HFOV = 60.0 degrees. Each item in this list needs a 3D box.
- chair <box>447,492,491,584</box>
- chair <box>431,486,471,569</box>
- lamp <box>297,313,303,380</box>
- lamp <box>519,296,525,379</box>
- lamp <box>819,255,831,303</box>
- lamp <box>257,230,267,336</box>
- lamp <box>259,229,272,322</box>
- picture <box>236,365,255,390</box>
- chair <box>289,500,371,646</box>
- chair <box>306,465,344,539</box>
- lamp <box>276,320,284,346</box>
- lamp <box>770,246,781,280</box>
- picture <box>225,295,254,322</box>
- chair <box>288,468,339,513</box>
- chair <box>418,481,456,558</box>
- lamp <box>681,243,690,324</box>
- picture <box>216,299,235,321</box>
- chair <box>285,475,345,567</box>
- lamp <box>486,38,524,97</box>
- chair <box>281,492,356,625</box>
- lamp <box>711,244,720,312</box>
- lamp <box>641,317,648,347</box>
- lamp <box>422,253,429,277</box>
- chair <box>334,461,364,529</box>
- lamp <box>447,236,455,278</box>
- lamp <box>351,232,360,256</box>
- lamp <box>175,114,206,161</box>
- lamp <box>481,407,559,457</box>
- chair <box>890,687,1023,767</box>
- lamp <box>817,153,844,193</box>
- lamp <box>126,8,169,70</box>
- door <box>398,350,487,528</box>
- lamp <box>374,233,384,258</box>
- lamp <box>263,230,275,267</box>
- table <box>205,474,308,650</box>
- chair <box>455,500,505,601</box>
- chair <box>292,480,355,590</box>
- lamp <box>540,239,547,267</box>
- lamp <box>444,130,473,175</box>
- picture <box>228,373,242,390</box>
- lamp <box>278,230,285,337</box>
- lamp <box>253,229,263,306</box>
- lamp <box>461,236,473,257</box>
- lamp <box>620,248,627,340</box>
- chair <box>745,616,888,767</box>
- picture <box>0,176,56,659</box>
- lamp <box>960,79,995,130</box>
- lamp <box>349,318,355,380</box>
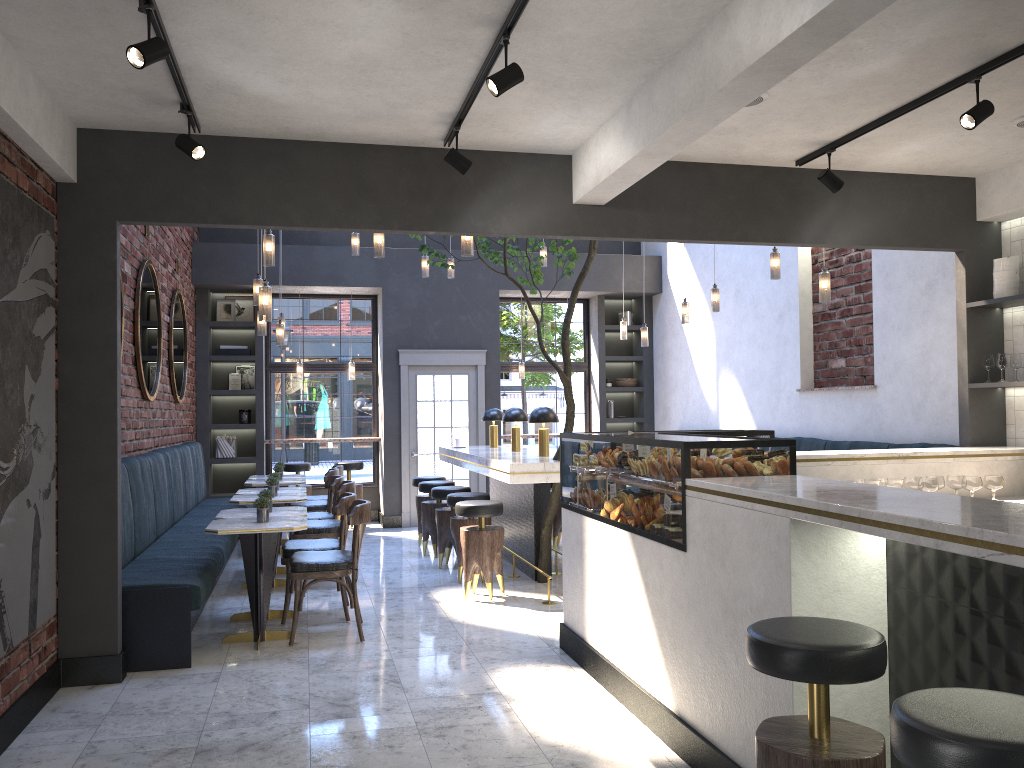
[{"bbox_3d":[-0.365,1.302,7.537,0.372,0.737,0.370,-1,-1,14],"label":"chair"},{"bbox_3d":[-0.558,1.325,8.210,0.372,0.737,0.370,-2,-2,30],"label":"chair"},{"bbox_3d":[-2.723,-0.766,11.365,0.078,1.429,0.078,-1,-1,17],"label":"lamp"},{"bbox_3d":[0.124,-0.784,12.034,0.078,1.429,0.078,-2,-2,39],"label":"lamp"},{"bbox_3d":[2.295,-2.658,6.621,0.078,4.104,0.078,0,-1,-28],"label":"lamp"},{"bbox_3d":[-2.284,-2.490,8.047,0.078,4.104,0.078,-1,-1,-6],"label":"lamp"},{"bbox_3d":[-1.586,-2.448,5.651,0.078,4.104,0.078,0,-1,-28],"label":"lamp"},{"bbox_3d":[-3.418,-0.077,11.381,0.247,0.326,0.044,0,-1,-13],"label":"picture"},{"bbox_3d":[-1.177,1.199,5.761,0.521,0.851,0.538,0,-1,-12],"label":"chair"},{"bbox_3d":[-2.122,1.335,9.790,0.521,0.851,0.497,0,-1,-14],"label":"chair"},{"bbox_3d":[-2.427,-2.452,9.226,0.078,4.104,0.078,0,-1,-28],"label":"lamp"},{"bbox_3d":[2.132,-2.910,7.308,0.078,4.104,0.078,0,-1,-28],"label":"lamp"},{"bbox_3d":[-3.493,-0.951,11.375,0.361,0.369,0.055,0,-1,-13],"label":"picture"},{"bbox_3d":[-2.056,1.316,9.211,0.521,0.851,0.538,0,-1,-12],"label":"chair"},{"bbox_3d":[-0.746,1.348,8.878,0.370,0.737,0.372,0,-1,-23],"label":"chair"},{"bbox_3d":[1.730,-2.660,9.024,0.078,4.104,0.078,-2,-2,39],"label":"lamp"},{"bbox_3d":[-3.646,-0.926,11.303,0.230,0.313,0.061,0,-1,-13],"label":"picture"},{"bbox_3d":[-1.790,1.279,8.093,0.521,0.851,0.538,0,-1,-20],"label":"chair"},{"bbox_3d":[-0.029,-1.287,3.616,0.157,0.238,0.087,0,-1,-19],"label":"lamp"},{"bbox_3d":[-1.368,1.219,6.310,0.521,0.851,0.538,0,-1,-12],"label":"chair"},{"bbox_3d":[1.883,-2.729,8.370,0.078,4.104,0.078,-2,-2,39],"label":"lamp"},{"bbox_3d":[1.478,-2.477,10.102,0.078,4.104,0.078,0,-1,-28],"label":"lamp"},{"bbox_3d":[-0.953,-3.198,9.534,0.078,4.104,0.078,0,-1,-28],"label":"lamp"},{"bbox_3d":[-2.057,1.394,11.197,0.370,0.821,0.372,-2,-2,39],"label":"chair"},{"bbox_3d":[-0.727,-3.271,10.234,0.078,4.104,0.078,0,-1,-28],"label":"lamp"},{"bbox_3d":[-1.606,-3.354,8.995,0.078,4.104,0.078,0,-1,-28],"label":"lamp"},{"bbox_3d":[-1.620,-1.238,4.467,0.157,0.235,0.087,-1,-1,28],"label":"lamp"},{"bbox_3d":[0.232,-1.102,4.740,4.182,3.255,8.837,0,-2,-30],"label":"lamp"},{"bbox_3d":[0.960,1.067,1.765,0.370,0.821,0.372,-1,-1,-4],"label":"chair"},{"bbox_3d":[1.904,-1.259,5.298,0.157,0.235,0.087,0,-1,-19],"label":"lamp"},{"bbox_3d":[-1.356,-1.279,3.300,0.087,0.238,0.157,-1,-1,26],"label":"lamp"},{"bbox_3d":[-0.871,0.680,11.225,1.132,2.218,0.152,0,-1,-13],"label":"door"},{"bbox_3d":[-1.023,-3.001,6.686,0.078,4.104,0.078,-1,-1,17],"label":"lamp"},{"bbox_3d":[-1.749,-2.889,6.327,0.078,4.104,0.078,0,-1,-28],"label":"lamp"},{"bbox_3d":[-0.142,1.310,8.137,4.599,0.751,4.831,0,-2,-13],"label":"table"},{"bbox_3d":[-0.247,1.279,6.842,0.372,0.737,0.370,-2,-2,30],"label":"chair"},{"bbox_3d":[-1.584,1.258,7.493,0.521,0.851,0.538,0,-1,-12],"label":"chair"},{"bbox_3d":[0.324,-3.357,9.894,0.078,4.104,0.078,0,-1,-28],"label":"lamp"},{"bbox_3d":[-0.291,-1.248,4.782,0.157,0.238,0.087,0,-1,-19],"label":"lamp"},{"bbox_3d":[-3.537,-0.027,11.326,0.161,0.227,0.049,0,-1,-13],"label":"picture"},{"bbox_3d":[-2.560,-2.567,9.786,0.078,4.104,0.078,0,-1,-28],"label":"lamp"},{"bbox_3d":[-2.139,-2.705,7.425,0.078,4.104,0.078,-1,-1,-6],"label":"lamp"},{"bbox_3d":[-0.325,-2.906,5.958,0.078,4.104,0.078,-1,-1,17],"label":"lamp"},{"bbox_3d":[1.325,-2.589,10.751,0.078,4.104,0.078,0,-1,-28],"label":"lamp"},{"bbox_3d":[0.840,1.089,2.441,0.370,0.821,0.372,-2,-2,39],"label":"chair"},{"bbox_3d":[-2.032,0.114,3.165,0.033,2.027,2.822,0,-2,-13],"label":"picture"},{"bbox_3d":[2.166,-1.299,4.132,0.157,0.235,0.087,0,-1,-19],"label":"lamp"},{"bbox_3d":[-2.084,-0.770,11.515,0.078,1.429,0.078,-2,-2,39],"label":"lamp"}]
